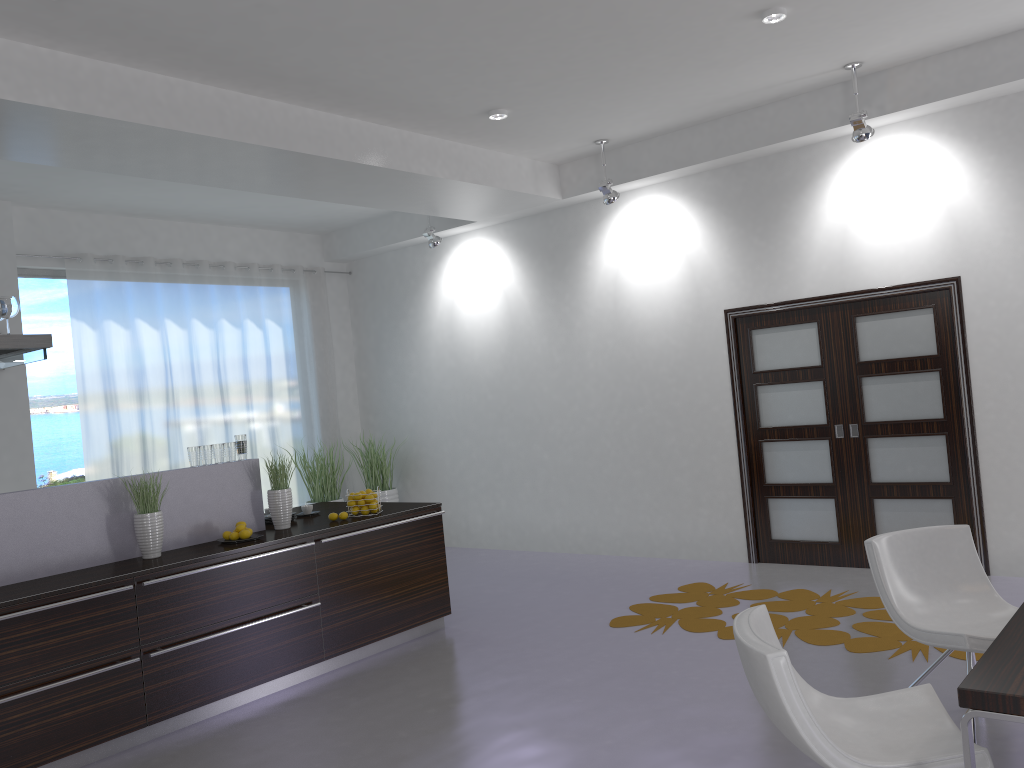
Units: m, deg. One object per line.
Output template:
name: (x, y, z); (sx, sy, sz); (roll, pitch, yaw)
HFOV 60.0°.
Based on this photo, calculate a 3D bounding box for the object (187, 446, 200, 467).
object: (-1.881, 0.431, 5.249); (0.071, 0.119, 0.072); (-5, 0, -1)

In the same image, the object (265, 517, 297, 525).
object: (-1.559, 0.905, 5.866); (0.232, 0.020, 0.232); (-5, -1, -42)

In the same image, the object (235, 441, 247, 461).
object: (-1.676, 0.414, 5.498); (0.072, 0.119, 0.071); (-5, 0, -11)

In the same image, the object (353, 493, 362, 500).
object: (-1.003, 0.731, 5.763); (0.063, 0.051, 0.053); (-5, 0, -3)

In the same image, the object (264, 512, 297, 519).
object: (-1.737, 0.828, 5.785); (0.646, 0.147, 0.269); (-5, -1, -26)

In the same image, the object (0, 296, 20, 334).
object: (-2.684, -0.351, 4.716); (0.125, 0.221, 0.125); (-5, -1, -26)

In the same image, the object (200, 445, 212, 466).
object: (-1.829, 0.427, 5.311); (0.072, 0.119, 0.071); (-5, 0, -11)

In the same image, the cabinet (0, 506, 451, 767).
cabinet: (-1.975, 1.378, 5.201); (1.377, 0.852, 3.285); (-6, -1, 39)

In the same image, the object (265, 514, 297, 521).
object: (-1.561, 0.885, 5.866); (0.232, 0.020, 0.232); (-6, -1, 43)

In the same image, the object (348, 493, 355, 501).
object: (-1.045, 0.739, 5.794); (0.057, 0.060, 0.052); (-6, -1, 28)

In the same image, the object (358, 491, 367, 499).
object: (-0.983, 0.726, 5.819); (0.063, 0.053, 0.051); (-6, -1, 41)

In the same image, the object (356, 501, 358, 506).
object: (-1.011, 0.774, 5.815); (0.051, 0.053, 0.064); (-6, -1, 42)

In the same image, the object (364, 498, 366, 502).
object: (-0.975, 0.758, 5.862); (0.061, 0.051, 0.055); (-6, -1, 34)

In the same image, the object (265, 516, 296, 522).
object: (-1.560, 0.895, 5.866); (0.232, 0.020, 0.232); (-5, -1, -42)

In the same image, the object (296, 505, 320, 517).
object: (-1.402, 0.868, 6.078); (0.153, 0.069, 0.153); (-6, 0, 13)

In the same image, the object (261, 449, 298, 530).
object: (-1.421, 0.645, 5.502); (0.247, 0.502, 0.269); (-5, 0, -8)

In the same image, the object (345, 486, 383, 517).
object: (-0.972, 0.768, 5.826); (0.207, 0.174, 0.189); (-6, 0, 4)

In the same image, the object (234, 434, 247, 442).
object: (-1.680, 0.375, 5.499); (0.072, 0.119, 0.071); (-5, 0, -11)

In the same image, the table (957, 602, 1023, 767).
table: (2.152, 0.996, 2.492); (1.127, 0.783, 2.046); (-6, -1, 39)

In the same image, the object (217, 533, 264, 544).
object: (-1.576, 0.899, 5.146); (0.232, 0.020, 0.232); (-5, -1, -42)

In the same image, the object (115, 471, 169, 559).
object: (-1.966, 0.691, 4.800); (0.247, 0.502, 0.269); (-6, -1, 40)

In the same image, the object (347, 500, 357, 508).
object: (-1.041, 0.778, 5.765); (0.063, 0.051, 0.053); (-6, 0, 8)

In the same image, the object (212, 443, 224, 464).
object: (-1.778, 0.422, 5.374); (0.072, 0.119, 0.071); (-5, 0, -11)

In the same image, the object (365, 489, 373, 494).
object: (-0.950, 0.725, 5.888); (0.059, 0.060, 0.050); (-6, -1, 39)

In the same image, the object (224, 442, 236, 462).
object: (-1.727, 0.418, 5.436); (0.072, 0.119, 0.071); (-5, 0, -11)

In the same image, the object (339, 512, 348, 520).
object: (-1.072, 0.839, 5.643); (0.053, 0.051, 0.063); (-6, -1, 43)

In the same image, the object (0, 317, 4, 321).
object: (-2.806, -0.338, 4.815); (0.125, 0.221, 0.125); (-5, -1, -26)

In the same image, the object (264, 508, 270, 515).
object: (-1.669, 0.894, 6.127); (0.153, 0.069, 0.153); (-5, 0, -17)

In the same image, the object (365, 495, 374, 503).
object: (-0.928, 0.747, 5.776); (0.061, 0.052, 0.053); (-5, -1, -37)

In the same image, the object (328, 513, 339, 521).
object: (-1.136, 0.845, 5.642); (0.063, 0.051, 0.053); (-6, 0, 8)

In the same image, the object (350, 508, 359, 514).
object: (-1.031, 0.831, 5.819); (0.061, 0.053, 0.053); (-5, 0, -8)

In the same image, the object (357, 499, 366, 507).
object: (-0.979, 0.774, 5.768); (0.052, 0.053, 0.062); (-6, 0, 11)
